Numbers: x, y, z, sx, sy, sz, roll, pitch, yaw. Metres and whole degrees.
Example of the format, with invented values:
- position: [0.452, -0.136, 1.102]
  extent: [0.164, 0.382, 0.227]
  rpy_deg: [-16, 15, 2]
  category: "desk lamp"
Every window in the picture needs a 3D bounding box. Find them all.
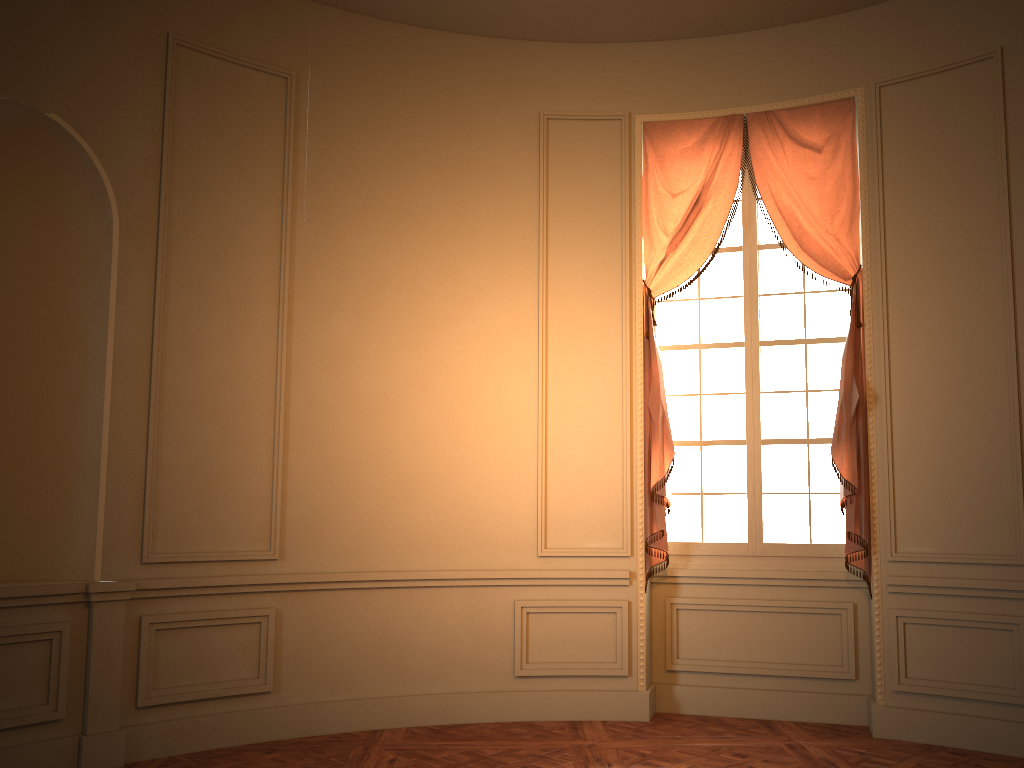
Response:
- position: [1.515, -0.260, 5.599]
  extent: [1.290, 2.826, 0.048]
  rpy_deg: [-1, -6, 16]
  category: "window"

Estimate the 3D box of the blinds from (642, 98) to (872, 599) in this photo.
- position: [1.436, -0.234, 5.321]
  extent: [1.316, 2.966, 0.290]
  rpy_deg: [-1, -6, 16]
  category: "blinds"
